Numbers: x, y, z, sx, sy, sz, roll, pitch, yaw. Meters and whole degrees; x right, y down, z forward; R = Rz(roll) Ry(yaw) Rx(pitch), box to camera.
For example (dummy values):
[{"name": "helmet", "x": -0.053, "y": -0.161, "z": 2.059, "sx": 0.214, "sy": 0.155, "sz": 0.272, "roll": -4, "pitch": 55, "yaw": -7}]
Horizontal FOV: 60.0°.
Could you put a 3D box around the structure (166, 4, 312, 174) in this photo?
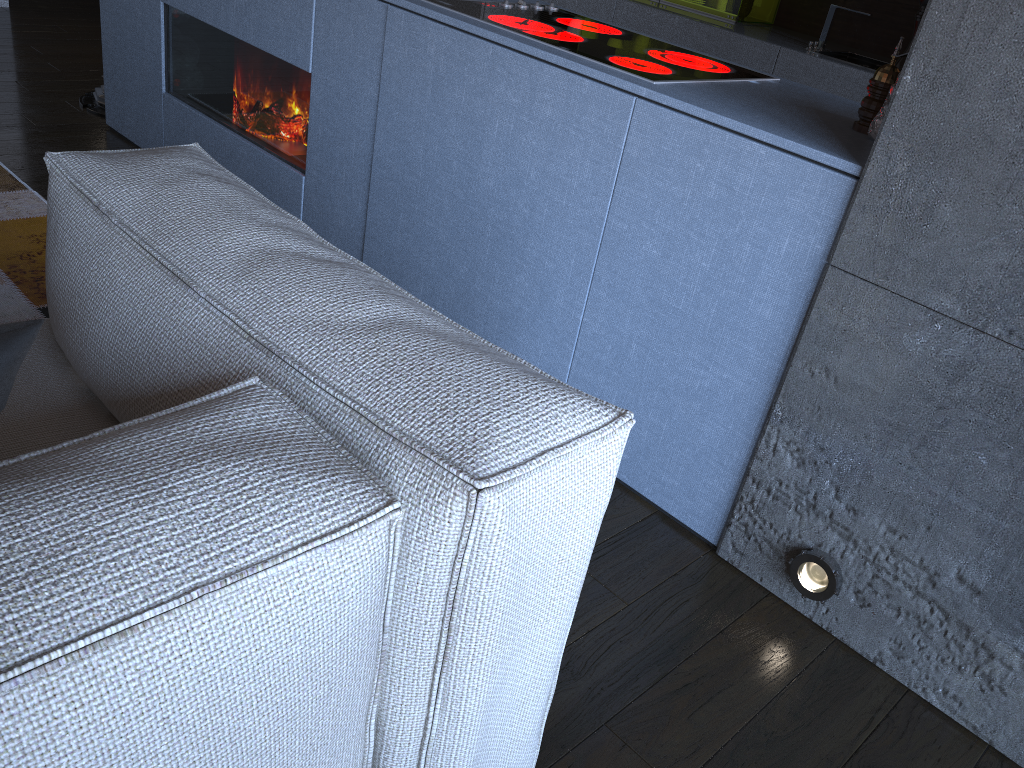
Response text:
[{"name": "structure", "x": -0.770, "y": -0.962, "z": 2.928, "sx": 0.331, "sy": 0.395, "sz": 0.942, "roll": -19, "pitch": 42, "yaw": -42}]

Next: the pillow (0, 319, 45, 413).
[{"name": "pillow", "x": -0.700, "y": 0.089, "z": 0.769, "sx": 0.238, "sy": 0.418, "sz": 0.538, "roll": 27, "pitch": 33, "yaw": 25}]

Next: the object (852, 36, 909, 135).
[{"name": "object", "x": 0.712, "y": -0.570, "z": 1.681, "sx": 0.058, "sy": 0.193, "sz": 0.080, "roll": 7, "pitch": 30, "yaw": -8}]

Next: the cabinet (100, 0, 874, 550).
[{"name": "cabinet", "x": -0.298, "y": -0.757, "z": 2.687, "sx": 0.606, "sy": 0.846, "sz": 2.955, "roll": -19, "pitch": 42, "yaw": -42}]

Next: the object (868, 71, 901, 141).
[{"name": "object", "x": 0.715, "y": -0.514, "z": 1.643, "sx": 0.069, "sy": 0.135, "sz": 0.069, "roll": 22, "pitch": 31, "yaw": 17}]

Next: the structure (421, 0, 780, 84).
[{"name": "structure", "x": 0.195, "y": -0.830, "z": 2.155, "sx": 0.503, "sy": 0.057, "sz": 0.762, "roll": -19, "pitch": 42, "yaw": -42}]

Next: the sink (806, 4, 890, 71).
[{"name": "sink", "x": 1.686, "y": -1.383, "z": 3.804, "sx": 0.381, "sy": 0.288, "sz": 0.826, "roll": -19, "pitch": 42, "yaw": -42}]

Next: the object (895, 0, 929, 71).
[{"name": "object", "x": 0.780, "y": -0.636, "z": 1.727, "sx": 0.061, "sy": 0.283, "sz": 0.060, "roll": -9, "pitch": 36, "yaw": -31}]

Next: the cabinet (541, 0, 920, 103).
[{"name": "cabinet", "x": 0.954, "y": -2.070, "z": 4.407, "sx": 0.712, "sy": 1.813, "sz": 4.167, "roll": -19, "pitch": 42, "yaw": -42}]

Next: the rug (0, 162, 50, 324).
[{"name": "rug", "x": -1.902, "y": -0.363, "z": 2.274, "sx": 1.430, "sy": 0.013, "sz": 2.360, "roll": -19, "pitch": 42, "yaw": -42}]

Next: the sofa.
[{"name": "sofa", "x": -1.881, "y": -0.136, "z": 1.247, "sx": 3.295, "sy": 0.699, "sz": 2.533, "roll": 34, "pitch": 36, "yaw": 33}]
